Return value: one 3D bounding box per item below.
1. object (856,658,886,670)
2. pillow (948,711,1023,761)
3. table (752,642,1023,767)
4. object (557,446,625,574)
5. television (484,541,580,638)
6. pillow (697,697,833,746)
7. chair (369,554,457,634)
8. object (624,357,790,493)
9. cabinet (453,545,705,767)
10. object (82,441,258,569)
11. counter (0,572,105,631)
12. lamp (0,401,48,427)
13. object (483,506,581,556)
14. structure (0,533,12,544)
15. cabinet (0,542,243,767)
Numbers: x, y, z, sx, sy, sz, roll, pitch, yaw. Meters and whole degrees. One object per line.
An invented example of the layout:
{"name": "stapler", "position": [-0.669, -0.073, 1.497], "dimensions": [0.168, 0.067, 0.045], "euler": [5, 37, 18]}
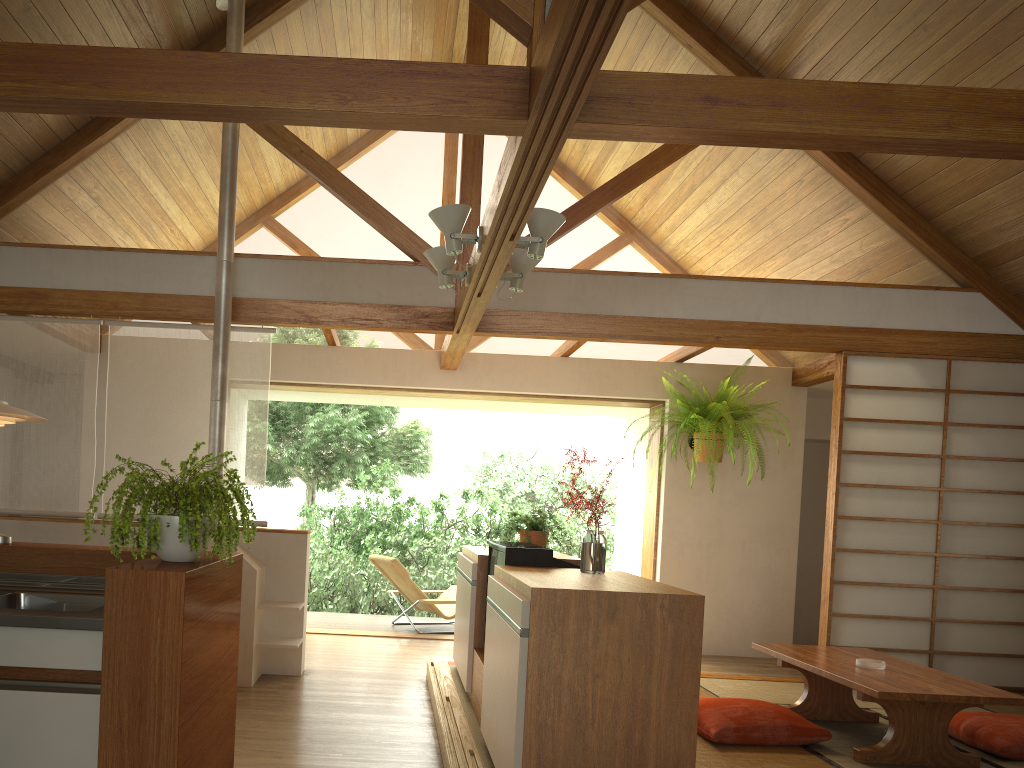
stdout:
{"name": "object", "position": [1.629, 1.272, 3.976], "dimensions": [0.113, 0.030, 0.126], "euler": [7, -9, -30]}
{"name": "pillow", "position": [2.315, 1.600, 4.011], "dimensions": [0.553, 0.131, 0.570], "euler": [3, -8, -5]}
{"name": "table", "position": [1.633, 1.459, 4.001], "dimensions": [0.597, 0.334, 1.221], "euler": [3, -7, -6]}
{"name": "object", "position": [0.289, 0.485, 3.392], "dimensions": [0.239, 0.500, 0.224], "euler": [3, 0, 3]}
{"name": "television", "position": [0.152, 1.008, 3.993], "dimensions": [0.488, 0.538, 0.649], "euler": [3, -4, -5]}
{"name": "pillow", "position": [1.064, 1.533, 4.027], "dimensions": [0.547, 0.148, 0.577], "euler": [4, -8, -9]}
{"name": "chair", "position": [-0.608, 1.814, 7.601], "dimensions": [1.176, 0.626, 0.847], "euler": [6, -6, -28]}
{"name": "object", "position": [1.552, 0.343, 6.584], "dimensions": [1.253, 1.127, 1.081], "euler": [3, -3, -10]}
{"name": "cabinet", "position": [0.112, 1.182, 3.997], "dimensions": [0.552, 0.733, 2.692], "euler": [3, -7, -7]}
{"name": "object", "position": [-0.945, 0.347, 2.508], "dimensions": [0.473, 0.350, 0.476], "euler": [1, -5, 21]}
{"name": "counter", "position": [-2.352, 0.612, 2.516], "dimensions": [2.579, 0.168, 0.622], "euler": [3, -7, 0]}
{"name": "lamp", "position": [-2.783, -0.908, 3.704], "dimensions": [1.832, 2.149, 0.546], "euler": [2, 1, 10]}
{"name": "object", "position": [0.087, 0.884, 5.022], "dimensions": [0.540, 0.375, 0.529], "euler": [7, -7, -43]}
{"name": "structure", "position": [-1.806, 0.415, 2.764], "dimensions": [0.250, 0.174, 0.391], "euler": [2, -7, 13]}
{"name": "cabinet", "position": [-2.278, 0.899, 2.609], "dimensions": [2.778, 0.880, 0.845], "euler": [3, -3, 0]}
